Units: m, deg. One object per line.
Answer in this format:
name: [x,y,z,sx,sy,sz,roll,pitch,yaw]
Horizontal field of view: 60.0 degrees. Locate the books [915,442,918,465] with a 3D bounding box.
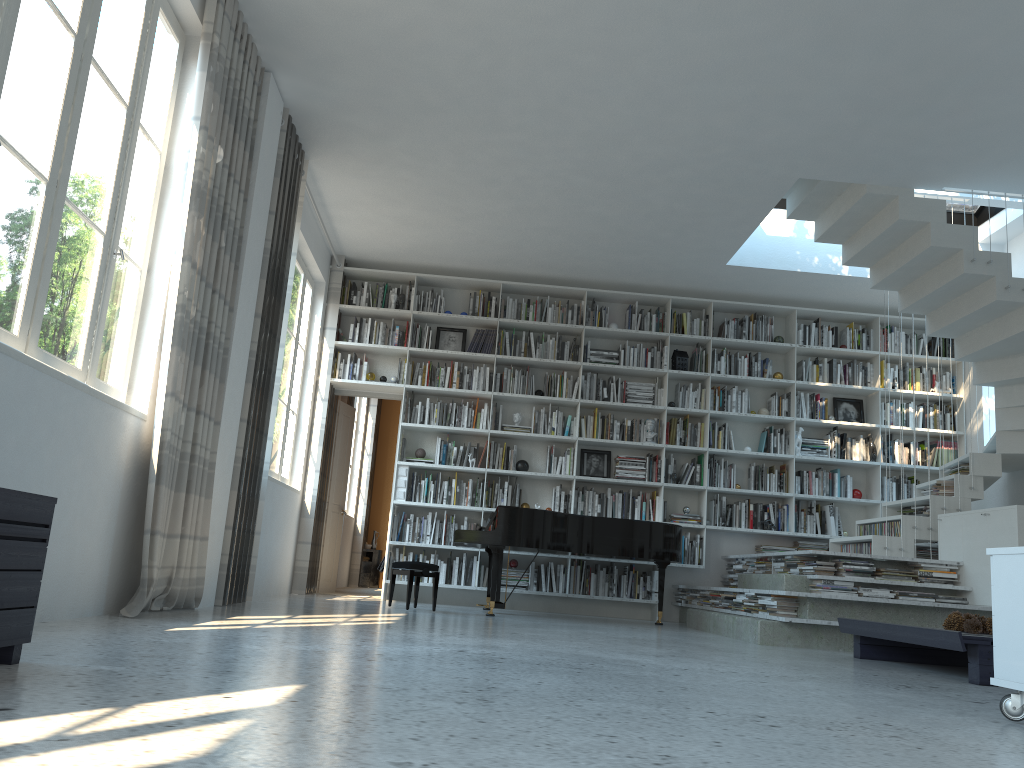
books: [3.975,0.713,8.781,0.012,0.253,0.161,5,-12,-2]

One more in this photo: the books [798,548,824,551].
books: [2.866,1.600,8.540,0.285,0.005,0.160,5,-12,-4]

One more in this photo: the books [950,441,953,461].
books: [4.310,0.717,8.776,0.018,0.293,0.169,5,-12,-2]

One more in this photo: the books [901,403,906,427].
books: [3.881,0.334,8.845,0.025,0.270,0.153,5,-12,-2]

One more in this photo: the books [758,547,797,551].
books: [2.536,1.589,8.526,0.345,0.007,0.194,4,-12,0]

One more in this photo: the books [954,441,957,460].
books: [4.346,0.719,8.772,0.018,0.293,0.169,5,-12,-2]

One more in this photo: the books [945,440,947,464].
books: [4.255,0.714,8.779,0.018,0.293,0.169,5,-12,-2]

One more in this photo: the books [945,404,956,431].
books: [4.363,0.362,8.855,0.042,0.291,0.186,5,-12,-2]

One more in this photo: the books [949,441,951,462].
books: [4.291,0.717,8.780,0.018,0.293,0.169,5,-12,-2]

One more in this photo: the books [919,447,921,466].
books: [4.011,0.740,8.784,0.014,0.206,0.138,5,-12,-2]

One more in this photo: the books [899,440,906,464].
books: [3.817,0.691,8.754,0.056,0.261,0.177,5,-12,-2]

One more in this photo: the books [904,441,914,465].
books: [3.932,0.705,8.773,0.029,0.258,0.172,5,-12,-2]

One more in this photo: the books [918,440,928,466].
books: [4.058,0.707,8.780,0.026,0.277,0.170,5,-12,-2]

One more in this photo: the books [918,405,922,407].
books: [4.081,0.353,8.869,0.010,0.273,0.130,5,-12,-2]

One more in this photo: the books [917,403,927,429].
books: [4.099,0.345,8.868,0.024,0.291,0.132,5,-12,-2]

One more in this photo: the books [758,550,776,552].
books: [2.534,1.616,8.512,0.308,0.008,0.195,4,-12,3]

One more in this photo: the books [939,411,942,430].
books: [4.228,0.389,8.838,0.025,0.211,0.189,5,-12,-2]

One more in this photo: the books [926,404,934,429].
books: [4.171,0.351,8.851,0.012,0.282,0.152,5,-12,-2]

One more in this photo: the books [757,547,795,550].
books: [2.537,1.582,8.527,0.308,0.008,0.195,4,-12,0]

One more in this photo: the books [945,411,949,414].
books: [4.331,0.396,8.878,0.024,0.229,0.131,5,-12,-2]

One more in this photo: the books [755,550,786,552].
books: [2.535,1.610,8.518,0.345,0.007,0.194,5,-12,-5]

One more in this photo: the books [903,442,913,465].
books: [3.907,0.707,8.761,0.022,0.246,0.181,5,-12,-2]

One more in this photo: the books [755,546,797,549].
books: [2.537,1.574,8.529,0.345,0.007,0.194,5,-12,-4]

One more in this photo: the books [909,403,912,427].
books: [3.929,0.339,8.835,0.022,0.262,0.173,5,-12,-2]

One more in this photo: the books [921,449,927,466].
books: [4.031,0.746,8.743,0.024,0.180,0.191,5,-12,-2]

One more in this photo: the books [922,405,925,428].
books: [4.066,0.354,8.844,0.023,0.257,0.184,5,-12,-2]

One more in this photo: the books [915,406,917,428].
books: [4.003,0.354,8.855,0.012,0.253,0.161,5,-12,-2]

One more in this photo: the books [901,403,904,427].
books: [3.862,0.336,8.835,0.013,0.259,0.158,5,-12,-2]

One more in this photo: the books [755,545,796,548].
books: [2.538,1.567,8.530,0.345,0.007,0.194,4,-12,0]

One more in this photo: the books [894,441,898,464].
books: [3.754,0.693,8.751,0.026,0.245,0.181,5,-12,-2]

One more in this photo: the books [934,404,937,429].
books: [4.183,0.354,8.847,0.013,0.276,0.188,5,-12,-2]

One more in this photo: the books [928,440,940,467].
books: [4.157,0.708,8.775,0.072,0.291,0.169,5,-12,-2]

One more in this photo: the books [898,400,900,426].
books: [3.825,0.316,8.836,0.012,0.292,0.166,5,-12,-2]

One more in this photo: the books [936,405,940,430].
books: [4.204,0.360,8.844,0.028,0.267,0.173,5,-12,-2]

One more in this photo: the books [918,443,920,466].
books: [3.993,0.718,8.785,0.025,0.248,0.134,5,-12,-2]

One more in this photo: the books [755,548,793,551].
books: [2.536,1.594,8.516,0.346,0.007,0.194,6,-12,-7]

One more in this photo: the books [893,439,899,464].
books: [3.778,0.688,8.765,0.022,0.265,0.157,5,-12,-2]

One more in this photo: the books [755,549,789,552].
books: [2.535,1.603,8.523,0.345,0.007,0.194,4,-12,0]

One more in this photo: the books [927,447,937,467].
books: [4.114,0.742,8.764,0.088,0.216,0.167,5,-12,-2]

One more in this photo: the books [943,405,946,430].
books: [4.287,0.363,8.863,0.013,0.282,0.149,5,-12,-2]

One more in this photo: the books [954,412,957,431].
books: [4.391,0.401,8.851,0.021,0.218,0.184,5,-12,-2]

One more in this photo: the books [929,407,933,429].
books: [4.151,0.366,8.856,0.025,0.252,0.160,5,-12,-2]

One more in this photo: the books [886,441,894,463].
books: [3.717,0.692,8.750,0.022,0.242,0.171,5,-12,-2]

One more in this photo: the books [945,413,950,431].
books: [4.305,0.404,8.839,0.029,0.195,0.192,5,-12,-2]

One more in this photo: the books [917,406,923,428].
books: [4.032,0.356,8.835,0.045,0.244,0.177,5,-12,-2]

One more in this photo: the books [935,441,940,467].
books: [4.195,0.709,8.777,0.033,0.293,0.169,5,-12,-2]

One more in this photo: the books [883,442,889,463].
books: [3.672,0.697,8.775,0.066,0.236,0.144,5,-12,-2]

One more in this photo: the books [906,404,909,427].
books: [3.906,0.340,8.836,0.024,0.259,0.156,5,-12,-2]

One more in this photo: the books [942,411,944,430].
books: [4.253,0.389,8.849,0.025,0.219,0.178,5,-12,-2]

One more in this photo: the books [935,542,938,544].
books: [4.063,1.381,8.560,0.010,0.335,0.185,5,-12,-2]

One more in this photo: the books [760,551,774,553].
books: [2.530,1.626,8.523,0.308,0.008,0.195,5,-12,-2]

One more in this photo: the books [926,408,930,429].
books: [4.123,0.374,8.864,0.028,0.236,0.146,5,-12,-2]

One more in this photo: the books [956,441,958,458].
books: [4.364,0.723,8.783,0.018,0.293,0.169,5,-12,-2]

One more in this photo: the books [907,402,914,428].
books: [3.956,0.332,8.842,0.030,0.283,0.166,5,-12,-2]

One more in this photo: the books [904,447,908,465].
books: [3.853,0.729,8.748,0.023,0.189,0.170,5,-12,-2]

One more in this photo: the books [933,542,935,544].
books: [4.042,1.430,8.575,0.024,0.242,0.141,5,-12,-2]

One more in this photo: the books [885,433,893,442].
books: [3.737,0.659,8.777,0.012,0.321,0.142,5,-12,-2]

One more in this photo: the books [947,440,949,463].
books: [4.274,0.714,8.775,0.018,0.293,0.169,5,-12,-2]

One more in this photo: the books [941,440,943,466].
books: [4.220,0.708,8.764,0.018,0.293,0.169,5,-12,-2]

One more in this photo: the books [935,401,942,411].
books: [4.275,0.341,8.876,0.013,0.329,0.140,5,-12,-2]
